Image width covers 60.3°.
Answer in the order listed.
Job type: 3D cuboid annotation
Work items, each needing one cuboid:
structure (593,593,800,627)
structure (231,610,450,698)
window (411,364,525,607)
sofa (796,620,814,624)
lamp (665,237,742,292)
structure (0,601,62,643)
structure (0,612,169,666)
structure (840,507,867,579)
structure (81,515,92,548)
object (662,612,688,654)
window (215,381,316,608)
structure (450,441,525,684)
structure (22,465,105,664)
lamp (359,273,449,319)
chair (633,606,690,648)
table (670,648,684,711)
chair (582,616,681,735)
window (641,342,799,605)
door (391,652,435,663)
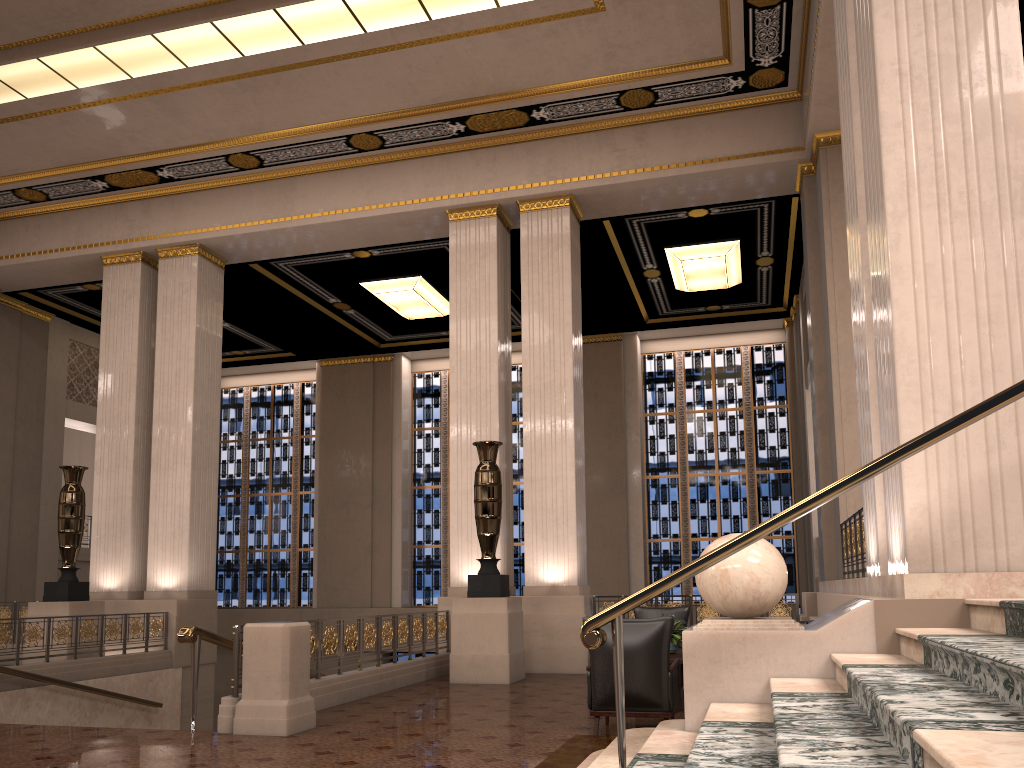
[{"bbox_3d":[2.267,2.961,11.010,2.539,0.646,0.032,-4,-8,15],"label":"structure"},{"bbox_3d":[-1.481,2.654,9.047,0.079,0.528,5.022,-3,-13,14],"label":"structure"},{"bbox_3d":[-0.839,2.258,19.647,2.992,5.284,0.070,-3,-7,15],"label":"window"},{"bbox_3d":[2.337,2.510,7.909,0.876,0.695,1.955,-4,-13,15],"label":"sofa"},{"bbox_3d":[3.284,-1.948,14.956,1.169,0.211,2.051,-4,-14,15],"label":"lamp"},{"bbox_3d":[-7.795,3.725,13.772,2.539,0.646,0.032,-4,-8,15],"label":"structure"},{"bbox_3d":[-5.559,2.963,10.166,0.079,0.528,5.021,-3,-13,16],"label":"structure"},{"bbox_3d":[3.128,1.440,7.882,0.032,0.614,3.758,-3,-13,15],"label":"structure"},{"bbox_3d":[-8.545,3.006,17.845,0.031,0.657,2.192,-3,-13,15],"label":"structure"},{"bbox_3d":[1.430,2.307,8.172,0.528,0.371,0.507,9,-15,-41],"label":"object"},{"bbox_3d":[-5.755,2.632,20.997,2.992,5.284,0.070,-3,-7,15],"label":"window"},{"bbox_3d":[-0.289,2.070,10.364,0.701,2.750,0.709,-3,-8,15],"label":"structure"},{"bbox_3d":[-6.002,2.504,11.932,0.701,2.750,0.709,-3,-8,15],"label":"structure"},{"bbox_3d":[-1.871,-1.556,16.371,1.169,0.211,2.051,-4,-14,15],"label":"lamp"},{"bbox_3d":[1.675,2.902,9.832,0.648,0.832,0.729,-2,-10,10],"label":"chair"},{"bbox_3d":[1.453,2.708,8.133,0.840,0.428,1.500,-4,-13,15],"label":"table"},{"bbox_3d":[0.901,2.130,6.501,0.648,0.832,0.728,-3,-10,15],"label":"chair"},{"bbox_3d":[4.248,1.872,18.251,2.992,5.284,0.070,-3,-7,15],"label":"window"},{"bbox_3d":[-1.968,7.087,18.901,1.493,2.686,0.157,-3,-7,15],"label":"door"}]
